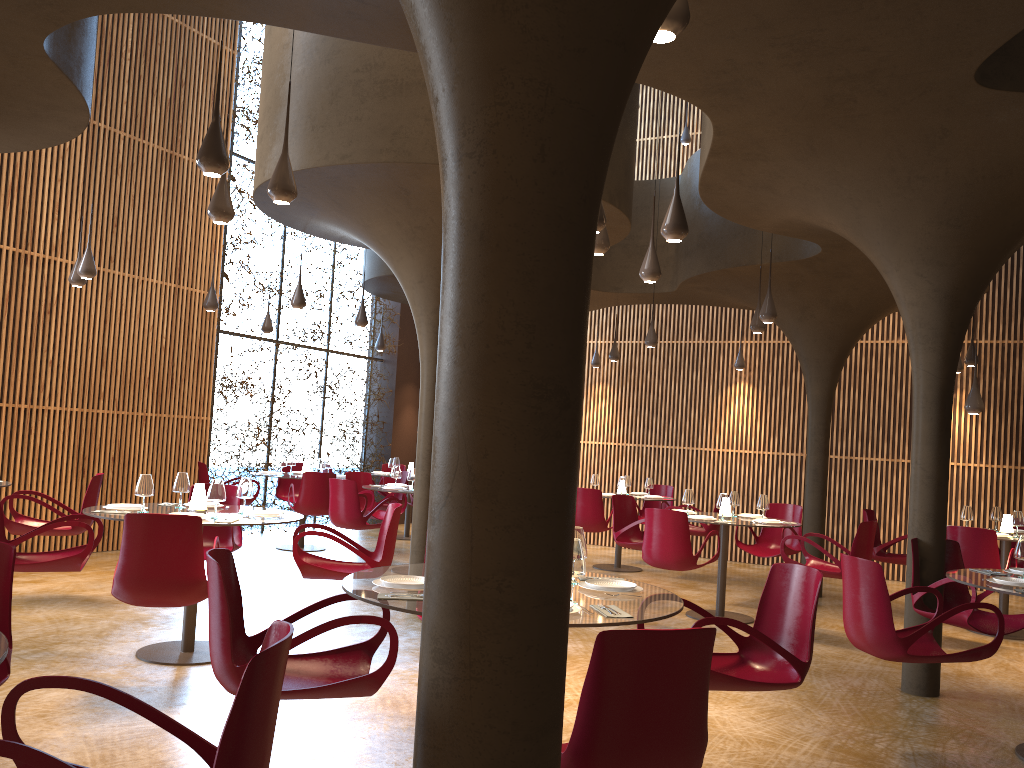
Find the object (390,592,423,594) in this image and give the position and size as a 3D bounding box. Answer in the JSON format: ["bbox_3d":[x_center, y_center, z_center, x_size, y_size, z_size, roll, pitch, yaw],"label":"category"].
[{"bbox_3d":[-0.504,0.963,4.255,0.204,0.012,0.411,4,-4,-14],"label":"object"}]

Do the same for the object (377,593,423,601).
[{"bbox_3d":[-0.469,0.952,3.950,0.262,0.017,0.126,4,-4,-10],"label":"object"}]

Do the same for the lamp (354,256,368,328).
[{"bbox_3d":[-1.936,-3.924,12.596,0.196,6.270,0.196,4,-2,-16],"label":"lamp"}]

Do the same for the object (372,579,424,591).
[{"bbox_3d":[-0.502,0.962,4.251,0.331,0.014,0.332,2,-4,26],"label":"object"}]

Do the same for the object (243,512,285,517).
[{"bbox_3d":[-2.004,1.059,7.170,0.332,0.014,0.332,6,-5,-38],"label":"object"}]

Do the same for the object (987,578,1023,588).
[{"bbox_3d":[3.232,1.282,5.687,0.331,0.014,0.332,3,-4,14],"label":"object"}]

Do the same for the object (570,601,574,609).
[{"bbox_3d":[0.140,0.967,3.875,0.263,0.029,0.263,7,-5,-40],"label":"object"}]

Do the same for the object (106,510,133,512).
[{"bbox_3d":[-3.070,0.987,7.042,0.204,0.012,0.411,4,-4,-12],"label":"object"}]

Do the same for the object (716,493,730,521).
[{"bbox_3d":[2.312,1.349,9.716,0.142,0.295,0.142,3,-3,20],"label":"object"}]

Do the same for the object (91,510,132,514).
[{"bbox_3d":[-3.042,0.975,6.736,0.262,0.017,0.126,4,-4,-8],"label":"object"}]

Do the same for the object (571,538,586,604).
[{"bbox_3d":[0.267,0.860,4.079,0.142,0.295,0.142,5,-3,-35],"label":"object"}]

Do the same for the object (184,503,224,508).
[{"bbox_3d":[-2.662,1.051,7.659,0.332,0.014,0.332,0,-5,45],"label":"object"}]

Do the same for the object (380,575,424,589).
[{"bbox_3d":[-0.502,0.952,4.251,0.263,0.029,0.263,5,-4,-25],"label":"object"}]

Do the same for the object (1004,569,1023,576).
[{"bbox_3d":[3.677,1.348,6.291,0.331,0.014,0.332,3,-4,12],"label":"object"}]

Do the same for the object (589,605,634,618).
[{"bbox_3d":[0.438,1.005,3.915,0.126,0.017,0.262,4,-4,-11],"label":"object"}]

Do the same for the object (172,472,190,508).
[{"bbox_3d":[-2.789,0.894,7.475,0.142,0.295,0.142,4,-3,-19],"label":"object"}]

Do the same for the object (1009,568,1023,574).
[{"bbox_3d":[3.678,1.338,6.292,0.263,0.029,0.263,6,-4,-33],"label":"object"}]

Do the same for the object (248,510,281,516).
[{"bbox_3d":[-2.003,1.050,7.170,0.263,0.029,0.263,5,-4,-16],"label":"object"}]

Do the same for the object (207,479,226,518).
[{"bbox_3d":[-2.276,0.883,6.824,0.142,0.295,0.142,4,-3,-15],"label":"object"}]

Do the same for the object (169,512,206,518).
[{"bbox_3d":[-2.431,0.989,6.639,0.263,0.029,0.263,4,-4,-6],"label":"object"}]

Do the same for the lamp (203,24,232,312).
[{"bbox_3d":[-3.783,-4.088,11.799,0.196,6.270,0.196,3,-2,4],"label":"lamp"}]

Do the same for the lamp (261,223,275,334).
[{"bbox_3d":[-3.704,-3.928,14.195,0.196,6.270,0.196,5,-3,-36],"label":"lamp"}]

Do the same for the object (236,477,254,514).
[{"bbox_3d":[-2.198,0.918,7.291,0.142,0.295,0.142,1,-3,43],"label":"object"}]

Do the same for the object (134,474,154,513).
[{"bbox_3d":[-2.867,0.853,6.912,0.142,0.295,0.142,2,-3,24],"label":"object"}]

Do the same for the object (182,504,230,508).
[{"bbox_3d":[-2.658,1.052,7.661,0.411,0.012,0.204,4,-4,-11],"label":"object"}]

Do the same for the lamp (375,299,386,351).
[{"bbox_3d":[-2.171,-3.719,15.992,0.196,6.270,0.196,5,-3,-36],"label":"lamp"}]

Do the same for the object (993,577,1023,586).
[{"bbox_3d":[3.233,1.272,5.687,0.263,0.029,0.263,4,-4,-14],"label":"object"}]

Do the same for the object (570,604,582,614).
[{"bbox_3d":[0.139,0.977,3.874,0.332,0.014,0.332,6,-5,-37],"label":"object"}]

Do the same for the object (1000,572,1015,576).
[{"bbox_3d":[3.682,1.349,6.292,0.411,0.012,0.204,4,-4,-8],"label":"object"}]

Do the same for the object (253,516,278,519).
[{"bbox_3d":[-2.002,1.060,7.165,0.204,0.012,0.411,5,-4,-17],"label":"object"}]

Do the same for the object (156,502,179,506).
[{"bbox_3d":[-2.964,1.038,7.641,0.126,0.017,0.262,4,-4,-7],"label":"object"}]

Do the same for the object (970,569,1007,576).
[{"bbox_3d":[3.375,1.337,6.288,0.126,0.017,0.262,4,-4,-4],"label":"object"}]

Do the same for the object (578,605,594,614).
[{"bbox_3d":[0.135,0.977,3.873,0.411,0.012,0.204,4,-4,-15],"label":"object"}]

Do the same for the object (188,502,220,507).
[{"bbox_3d":[-2.662,1.041,7.660,0.263,0.029,0.263,3,-4,0],"label":"object"}]

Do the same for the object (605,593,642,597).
[{"bbox_3d":[0.506,1.042,4.525,0.204,0.012,0.411,4,-4,-10],"label":"object"}]

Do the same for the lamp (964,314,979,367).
[{"bbox_3d":[6.762,-3.381,12.802,0.196,6.270,0.196,1,-3,44],"label":"lamp"}]

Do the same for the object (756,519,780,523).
[{"bbox_3d":[2.819,1.511,9.771,0.263,0.029,0.263,1,-5,36],"label":"object"}]

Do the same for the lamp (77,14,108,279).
[{"bbox_3d":[-4.393,-4.263,9.664,0.196,6.270,0.196,5,-3,-33],"label":"lamp"}]

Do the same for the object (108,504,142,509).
[{"bbox_3d":[-3.068,0.976,7.038,0.263,0.029,0.263,3,-4,1],"label":"object"}]

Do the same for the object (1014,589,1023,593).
[{"bbox_3d":[3.207,1.268,5.386,0.262,0.017,0.126,3,-4,1],"label":"object"}]

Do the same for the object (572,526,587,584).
[{"bbox_3d":[0.326,0.902,4.674,0.142,0.295,0.142,5,-3,-29],"label":"object"}]

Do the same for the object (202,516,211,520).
[{"bbox_3d":[-2.431,0.999,6.639,0.332,0.014,0.332,7,-5,-41],"label":"object"}]

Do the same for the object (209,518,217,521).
[{"bbox_3d":[-2.436,1.000,6.637,0.411,0.012,0.204,4,-4,-7],"label":"object"}]

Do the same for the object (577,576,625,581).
[{"bbox_3d":[0.491,1.067,4.832,0.262,0.017,0.126,4,-4,-6],"label":"object"}]

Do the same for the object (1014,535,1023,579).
[{"bbox_3d":[3.541,1.191,6.114,0.142,0.295,0.142,5,-3,-27],"label":"object"}]

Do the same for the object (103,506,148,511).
[{"bbox_3d":[-3.068,0.986,7.038,0.332,0.014,0.332,4,-4,-8],"label":"object"}]

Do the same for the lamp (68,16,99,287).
[{"bbox_3d":[-4.800,-4.247,10.293,0.196,6.270,0.196,2,-3,37],"label":"lamp"}]

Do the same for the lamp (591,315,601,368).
[{"bbox_3d":[1.750,-3.438,16.648,0.196,6.270,0.196,5,-3,-36],"label":"lamp"}]

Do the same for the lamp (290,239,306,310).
[{"bbox_3d":[-2.464,-4.052,11.104,0.196,6.270,0.196,4,-2,-16],"label":"lamp"}]

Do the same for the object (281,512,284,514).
[{"bbox_3d":[-2.053,1.083,7.468,0.262,0.017,0.126,4,-4,-13],"label":"object"}]

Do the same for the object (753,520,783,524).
[{"bbox_3d":[2.819,1.520,9.771,0.332,0.014,0.332,5,-4,-28],"label":"object"}]

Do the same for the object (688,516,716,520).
[{"bbox_3d":[2.072,1.470,9.695,0.331,0.014,0.332,2,-4,18],"label":"object"}]

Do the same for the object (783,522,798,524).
[{"bbox_3d":[3.058,1.554,9.954,0.126,0.017,0.262,7,-5,-41],"label":"object"}]

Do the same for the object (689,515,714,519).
[{"bbox_3d":[2.072,1.461,9.696,0.263,0.029,0.263,7,-5,-43],"label":"object"}]

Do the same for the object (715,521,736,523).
[{"bbox_3d":[2.277,1.476,9.473,0.126,0.017,0.262,0,-5,44],"label":"object"}]

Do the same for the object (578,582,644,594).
[{"bbox_3d":[0.504,1.041,4.530,0.331,0.014,0.332,1,-4,33],"label":"object"}]

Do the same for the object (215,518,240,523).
[{"bbox_3d":[-2.130,1.024,6.636,0.126,0.017,0.262,4,-4,-3],"label":"object"}]

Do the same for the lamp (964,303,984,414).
[{"bbox_3d":[5.190,-2.802,9.713,0.196,6.270,0.196,4,-2,-16],"label":"lamp"}]

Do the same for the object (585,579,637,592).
[{"bbox_3d":[0.505,1.032,4.530,0.263,0.029,0.263,2,-4,26],"label":"object"}]
